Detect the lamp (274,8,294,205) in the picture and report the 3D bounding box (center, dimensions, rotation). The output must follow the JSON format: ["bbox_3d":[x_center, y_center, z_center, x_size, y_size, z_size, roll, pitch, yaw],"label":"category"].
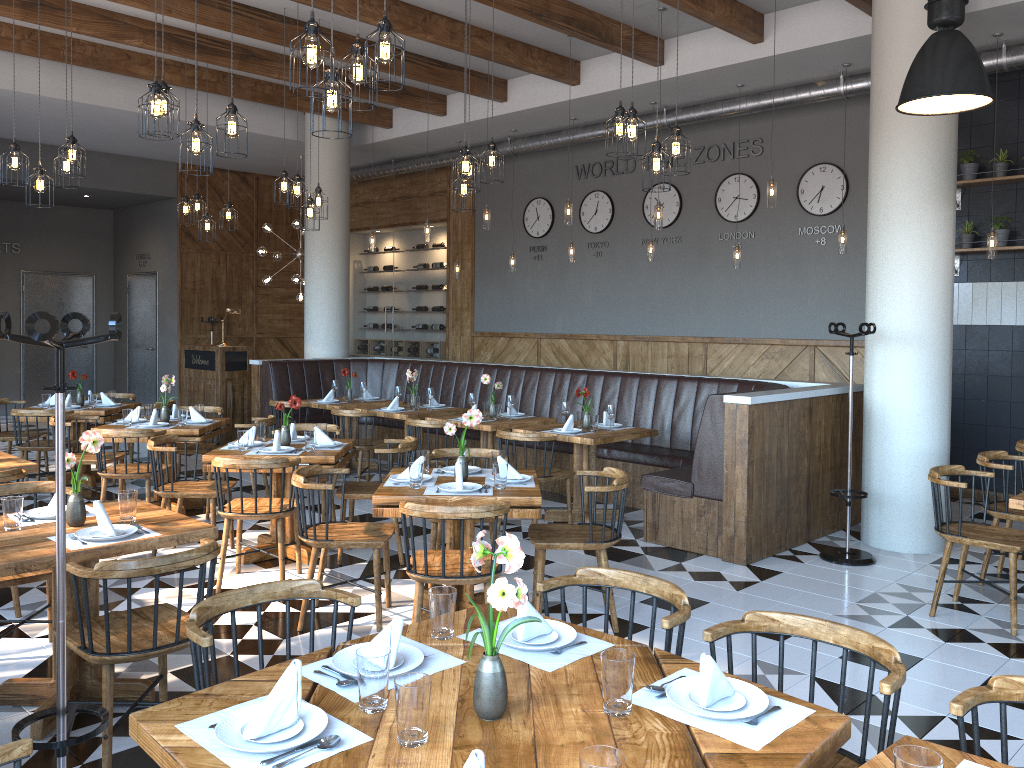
[{"bbox_3d":[-2.070,-2.679,8.062,0.175,2.068,0.175,1,2,27],"label":"lamp"}]

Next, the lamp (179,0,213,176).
[{"bbox_3d":[-1.778,-2.225,4.986,0.175,2.068,0.175,0,2,-27],"label":"lamp"}]

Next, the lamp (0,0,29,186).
[{"bbox_3d":[-3.583,-2.474,6.373,0.175,2.068,0.175,1,2,5],"label":"lamp"}]

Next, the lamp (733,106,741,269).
[{"bbox_3d":[2.323,-2.162,9.084,0.078,1.961,0.078,0,2,-6],"label":"lamp"}]

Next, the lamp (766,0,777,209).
[{"bbox_3d":[2.130,-2.417,7.215,0.078,1.961,0.078,1,2,20],"label":"lamp"}]

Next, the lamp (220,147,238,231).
[{"bbox_3d":[-3.050,-2.694,9.544,0.175,2.068,0.175,-1,2,-36],"label":"lamp"}]

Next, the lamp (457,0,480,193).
[{"bbox_3d":[-0.324,-2.513,6.782,0.175,2.068,0.175,1,2,4],"label":"lamp"}]

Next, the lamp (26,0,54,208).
[{"bbox_3d":[-3.514,-2.357,6.587,0.175,2.068,0.175,2,2,39],"label":"lamp"}]

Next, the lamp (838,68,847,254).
[{"bbox_3d":[3.119,-2.205,8.308,0.078,1.961,0.078,1,2,20],"label":"lamp"}]

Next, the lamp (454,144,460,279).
[{"bbox_3d":[-0.737,-2.410,12.058,0.078,1.961,0.078,0,2,-14],"label":"lamp"}]

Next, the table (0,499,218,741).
[{"bbox_3d":[-1.844,0.978,3.746,0.851,0.763,0.851,3,4,44],"label":"table"}]

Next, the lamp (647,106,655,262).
[{"bbox_3d":[1.555,-2.337,9.828,0.078,1.961,0.078,-1,2,-38],"label":"lamp"}]

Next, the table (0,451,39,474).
[{"bbox_3d":[-3.422,0.853,5.280,0.851,0.763,0.851,3,4,44],"label":"table"}]

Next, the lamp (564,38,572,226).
[{"bbox_3d":[0.566,-2.549,8.735,0.078,1.961,0.078,0,2,-27],"label":"lamp"}]

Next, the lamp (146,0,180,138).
[{"bbox_3d":[-1.993,-2.463,5.058,0.175,2.068,0.175,0,2,-27],"label":"lamp"}]

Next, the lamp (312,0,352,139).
[{"bbox_3d":[-0.790,-2.138,3.906,0.175,2.068,0.175,2,2,30],"label":"lamp"}]

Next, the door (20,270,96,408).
[{"bbox_3d":[-7.696,-0.707,15.074,0.114,2.391,1.207,2,3,44],"label":"door"}]

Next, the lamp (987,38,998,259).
[{"bbox_3d":[4.041,-2.030,7.414,0.078,1.961,0.078,0,2,-14],"label":"lamp"}]

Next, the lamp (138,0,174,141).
[{"bbox_3d":[-1.952,-2.392,4.856,0.175,2.068,0.175,-1,2,-38],"label":"lamp"}]

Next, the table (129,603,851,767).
[{"bbox_3d":[-0.049,1.122,1.993,1.216,0.763,1.215,-2,5,-42],"label":"table"}]

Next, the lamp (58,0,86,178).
[{"bbox_3d":[-3.281,-2.586,6.598,0.175,2.068,0.175,2,2,39],"label":"lamp"}]

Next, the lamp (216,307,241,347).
[{"bbox_3d":[-3.482,-0.569,10.875,0.170,0.755,0.446,1,2,19],"label":"lamp"}]

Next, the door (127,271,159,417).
[{"bbox_3d":[-6.227,-0.678,14.886,1.208,2.391,0.114,3,3,44],"label":"door"}]

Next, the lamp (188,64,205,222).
[{"bbox_3d":[-3.418,-2.803,9.619,0.175,2.068,0.175,1,2,-2],"label":"lamp"}]

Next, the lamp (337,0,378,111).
[{"bbox_3d":[-0.710,-2.325,4.101,0.175,2.068,0.175,1,2,19],"label":"lamp"}]

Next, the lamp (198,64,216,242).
[{"bbox_3d":[-3.256,-2.560,9.463,0.175,2.068,0.175,1,2,-2],"label":"lamp"}]

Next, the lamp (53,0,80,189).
[{"bbox_3d":[-3.404,-2.543,6.768,0.175,2.068,0.175,1,2,28],"label":"lamp"}]

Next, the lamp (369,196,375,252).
[{"bbox_3d":[-1.726,-2.623,10.965,0.078,1.961,0.078,0,2,-14],"label":"lamp"}]

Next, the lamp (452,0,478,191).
[{"bbox_3d":[-0.327,-2.439,6.349,0.175,2.068,0.175,0,2,-18],"label":"lamp"}]

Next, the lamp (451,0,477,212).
[{"bbox_3d":[-0.349,-2.324,6.573,0.175,2.068,0.175,1,2,15],"label":"lamp"}]

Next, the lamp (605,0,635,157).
[{"bbox_3d":[0.686,-2.469,5.523,0.175,2.068,0.175,0,2,-28],"label":"lamp"}]

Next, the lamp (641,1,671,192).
[{"bbox_3d":[0.903,-2.231,5.455,0.175,2.068,0.175,0,2,-28],"label":"lamp"}]

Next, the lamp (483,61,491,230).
[{"bbox_3d":[-0.263,-2.649,9.540,0.078,1.961,0.078,0,2,-11],"label":"lamp"}]

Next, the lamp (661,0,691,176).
[{"bbox_3d":[1.053,-2.372,5.615,0.175,2.068,0.175,2,2,29],"label":"lamp"}]

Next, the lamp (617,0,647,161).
[{"bbox_3d":[0.732,-2.398,5.322,0.175,2.068,0.175,-1,2,-39],"label":"lamp"}]

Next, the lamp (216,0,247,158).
[{"bbox_3d":[-1.625,-2.366,5.144,0.175,2.068,0.175,2,2,30],"label":"lamp"}]

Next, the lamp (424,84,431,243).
[{"bbox_3d":[-0.972,-2.621,10.231,0.078,1.961,0.078,2,2,30],"label":"lamp"}]

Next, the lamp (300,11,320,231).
[{"bbox_3d":[-1.850,-2.450,8.132,0.175,2.068,0.175,1,2,27],"label":"lamp"}]

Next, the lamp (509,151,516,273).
[{"bbox_3d":[0.017,-2.408,11.324,0.078,1.961,0.078,2,2,30],"label":"lamp"}]

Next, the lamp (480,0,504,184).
[{"bbox_3d":[-0.142,-2.560,6.677,0.175,2.068,0.175,1,2,15],"label":"lamp"}]

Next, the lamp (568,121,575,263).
[{"bbox_3d":[0.726,-2.437,10.633,0.078,1.961,0.078,0,2,-11],"label":"lamp"}]

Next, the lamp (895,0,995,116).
[{"bbox_3d":[1.886,-2.139,3.820,0.390,1.862,0.391,2,2,32],"label":"lamp"}]

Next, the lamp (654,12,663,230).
[{"bbox_3d":[1.334,-2.375,7.991,0.078,1.961,0.078,0,2,-6],"label":"lamp"}]

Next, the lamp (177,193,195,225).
[{"bbox_3d":[-3.466,-2.733,9.418,0.175,2.068,0.175,0,2,-13],"label":"lamp"}]

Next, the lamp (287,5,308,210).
[{"bbox_3d":[-1.917,-2.610,7.923,0.175,2.068,0.175,1,2,16],"label":"lamp"}]

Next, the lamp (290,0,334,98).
[{"bbox_3d":[-0.827,-2.253,3.684,0.175,2.068,0.175,0,2,-3],"label":"lamp"}]

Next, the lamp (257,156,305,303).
[{"bbox_3d":[-3.161,-2.315,13.275,1.186,2.189,1.163,1,2,5],"label":"lamp"}]

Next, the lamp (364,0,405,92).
[{"bbox_3d":[-0.562,-2.370,3.952,0.175,2.068,0.175,2,2,30],"label":"lamp"}]

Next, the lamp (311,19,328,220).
[{"bbox_3d":[-1.820,-2.596,8.348,0.175,2.068,0.175,0,2,-6],"label":"lamp"}]
